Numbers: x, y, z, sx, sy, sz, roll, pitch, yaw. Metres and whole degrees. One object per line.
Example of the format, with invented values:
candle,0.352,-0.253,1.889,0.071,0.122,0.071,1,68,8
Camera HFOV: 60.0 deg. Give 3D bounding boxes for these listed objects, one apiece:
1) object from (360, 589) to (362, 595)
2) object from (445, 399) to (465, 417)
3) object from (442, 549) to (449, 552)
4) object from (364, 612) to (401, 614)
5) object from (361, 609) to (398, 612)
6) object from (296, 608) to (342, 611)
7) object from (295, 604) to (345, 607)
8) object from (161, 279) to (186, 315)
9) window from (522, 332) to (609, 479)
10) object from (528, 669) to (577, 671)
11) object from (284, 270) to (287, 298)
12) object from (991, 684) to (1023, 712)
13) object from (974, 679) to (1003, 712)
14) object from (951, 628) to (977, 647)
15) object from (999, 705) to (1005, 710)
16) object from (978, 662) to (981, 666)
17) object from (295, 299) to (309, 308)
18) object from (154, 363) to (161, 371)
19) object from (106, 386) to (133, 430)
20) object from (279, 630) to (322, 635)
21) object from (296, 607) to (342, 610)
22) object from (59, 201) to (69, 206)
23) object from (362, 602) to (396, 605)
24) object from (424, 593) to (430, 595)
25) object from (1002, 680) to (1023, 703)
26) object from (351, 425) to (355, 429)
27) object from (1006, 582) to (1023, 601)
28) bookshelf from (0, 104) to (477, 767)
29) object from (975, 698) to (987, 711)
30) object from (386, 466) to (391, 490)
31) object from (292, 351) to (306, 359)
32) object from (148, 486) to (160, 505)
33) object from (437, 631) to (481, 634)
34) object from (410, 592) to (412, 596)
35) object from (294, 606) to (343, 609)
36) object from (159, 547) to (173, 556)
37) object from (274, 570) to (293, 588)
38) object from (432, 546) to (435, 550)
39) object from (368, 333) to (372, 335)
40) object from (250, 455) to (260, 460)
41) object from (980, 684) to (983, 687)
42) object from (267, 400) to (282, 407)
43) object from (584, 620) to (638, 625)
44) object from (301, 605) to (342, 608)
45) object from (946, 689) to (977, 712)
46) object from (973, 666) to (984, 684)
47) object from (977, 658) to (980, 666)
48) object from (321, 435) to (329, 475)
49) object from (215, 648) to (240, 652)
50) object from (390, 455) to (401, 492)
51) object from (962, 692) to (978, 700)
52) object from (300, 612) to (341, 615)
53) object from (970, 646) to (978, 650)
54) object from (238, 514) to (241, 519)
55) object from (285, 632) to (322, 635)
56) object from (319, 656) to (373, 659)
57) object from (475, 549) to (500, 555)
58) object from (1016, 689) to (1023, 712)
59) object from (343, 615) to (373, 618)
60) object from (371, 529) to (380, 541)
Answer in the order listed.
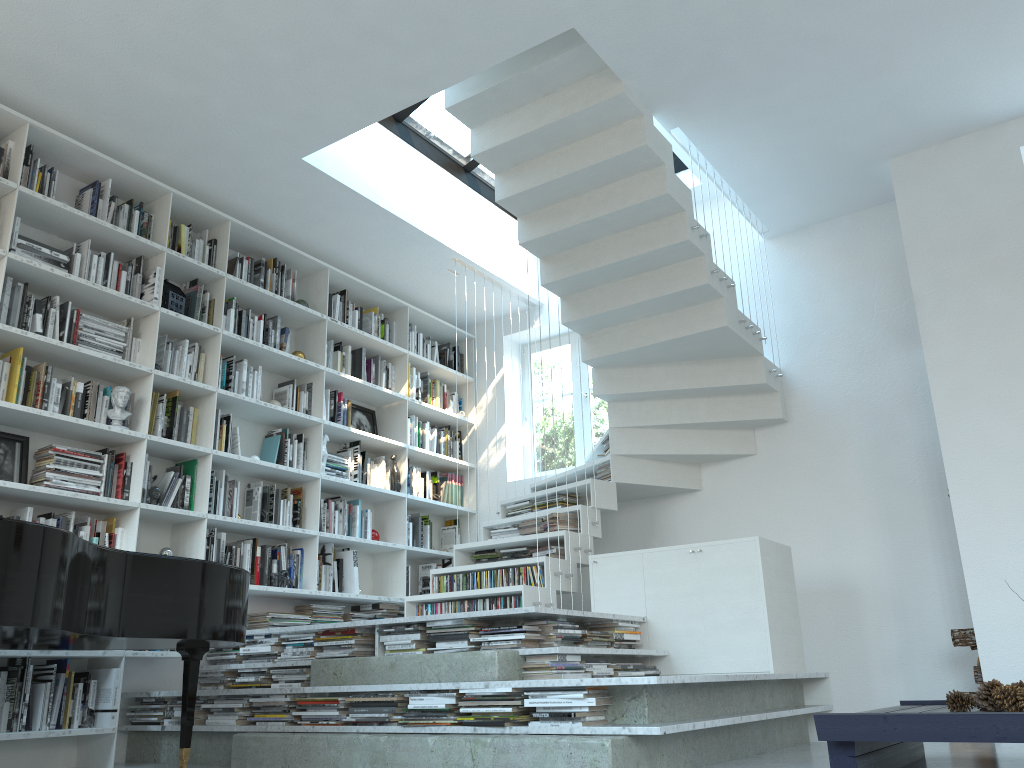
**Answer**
object,-1.056,1.426,6.044,0.071,0.072,0.072,1,-18,-7
object,-0.474,0.208,7.167,0.204,0.136,0.095,13,-23,-38
object,-0.527,1.330,6.946,0.071,0.072,0.072,1,-18,-7
object,-0.926,1.589,6.132,0.295,0.004,0.145,-13,-22,30
object,-0.928,1.573,6.135,0.260,0.005,0.142,-16,-23,36
object,-1.252,1.466,5.749,0.161,0.005,0.254,-14,-22,32
object,-1.243,1.443,5.750,0.160,0.005,0.285,-16,-23,36
object,-1.994,-0.482,5.161,0.135,0.247,0.135,-10,-20,23
window,0.554,0.139,7.039,1.119,1.221,0.042,-14,-22,32
object,0.175,1.269,3.927,0.140,0.004,0.205,-15,-23,35
object,-1.580,-0.622,6.006,0.129,0.296,0.006,-13,-21,32
object,1.608,1.014,2.847,0.114,0.101,0.110,-7,-19,15
object,1.579,1.027,2.926,0.090,0.105,0.098,11,-22,-33
object,2.463,1.274,4.469,0.443,0.094,0.096,-12,-21,29
object,1.646,1.063,3.015,0.099,0.102,0.097,-3,-18,4
object,2.590,1.520,4.525,0.406,0.224,0.068,-11,-20,25
object,-1.432,-0.521,6.014,0.104,0.105,0.104,1,-18,-7
object,-1.998,-0.080,4.951,0.071,0.072,0.072,1,-18,-7
object,-2.077,0.135,4.681,0.138,0.243,0.138,-1,-18,-1
object,-1.096,1.343,4.785,0.285,0.007,0.160,-12,-21,29
object,-1.252,1.461,5.751,0.161,0.005,0.254,-14,-22,32
object,-2.410,-0.925,4.734,0.104,0.105,0.105,-5,-19,11
object,-0.922,1.533,6.159,0.210,0.015,0.130,-13,-22,31
object,-0.617,1.564,6.491,0.071,0.072,0.072,1,-18,-7
object,1.653,1.025,2.903,0.094,0.108,0.108,-2,-18,1
object,-1.153,0.328,6.249,0.091,0.092,0.092,1,-18,-7
object,2.048,0.850,3.123,0.309,0.520,0.437,7,-20,-25
bookshelf,-2.178,0.331,4.594,0.330,3.130,6.312,-13,-22,32
object,1.647,1.091,3.073,0.078,0.100,0.086,-4,-18,8
object,-0.955,0.719,6.462,0.179,0.211,0.022,-14,-22,32
object,-1.426,-0.171,5.904,0.100,0.101,0.101,-5,-19,11
object,-1.907,0.600,4.728,0.079,0.113,0.054,-13,-21,31
object,-0.237,1.188,4.233,0.203,0.006,0.142,-13,-22,30
object,-0.747,1.506,6.309,0.071,0.072,0.072,1,-18,-7
object,-1.253,1.456,5.753,0.159,0.005,0.286,-14,-22,32
object,-1.867,0.918,4.786,0.071,0.072,0.072,1,-18,-7
object,-1.373,1.175,5.333,0.064,0.113,0.161,-9,-20,20
object,-0.623,1.265,6.745,0.071,0.072,0.072,1,-18,-7
object,-1.061,-0.342,6.526,0.071,0.072,0.072,1,-18,-7
object,-1.591,0.477,5.474,0.071,0.072,0.072,1,-18,-7
object,2.633,1.550,4.566,0.397,0.108,0.133,-8,-19,18
object,-1.547,0.160,5.746,0.111,0.112,0.112,-5,-19,11
object,0.523,1.255,4.677,0.177,0.030,0.284,-14,-22,32
object,-1.250,1.451,5.753,0.161,0.005,0.254,-14,-22,33
object,1.553,1.098,3.063,0.098,0.084,0.078,-14,-22,32
object,2.542,1.458,4.456,0.393,0.092,0.129,-12,-21,28
object,2.655,1.470,4.646,0.406,0.086,0.088,-13,-21,30
object,-1.240,0.470,5.811,0.087,0.287,0.075,5,-19,-20
object,-1.578,1.527,5.091,0.222,0.011,0.135,-16,-23,36
object,-0.843,0.656,6.399,0.087,0.287,0.075,5,-19,-20
object,2.468,1.562,4.371,0.443,0.094,0.096,-12,-21,29
object,-1.253,1.491,5.739,0.161,0.005,0.254,-14,-22,32
object,2.606,1.324,4.609,0.418,0.100,0.110,-15,-22,34
object,-1.658,0.811,5.311,0.071,0.072,0.072,1,-18,-7
object,-1.087,1.353,4.795,0.257,0.005,0.144,-14,-22,32
object,-0.852,1.420,4.594,0.267,0.010,0.145,-12,-21,28
object,-0.126,1.093,5.740,0.174,0.025,0.161,-16,-23,36
object,1.623,0.998,2.774,0.082,0.084,0.083,14,-24,-39
object,-1.043,1.590,6.032,0.207,0.008,0.328,-14,-22,32
object,-0.989,1.080,6.234,0.115,0.116,0.115,-5,-19,11
